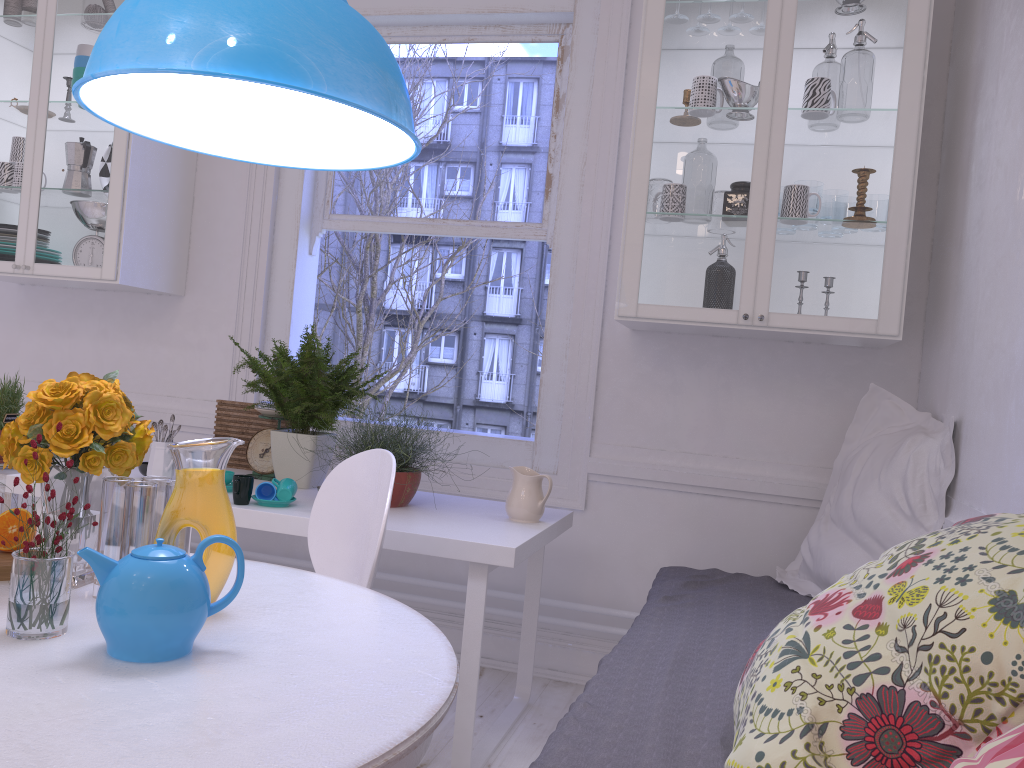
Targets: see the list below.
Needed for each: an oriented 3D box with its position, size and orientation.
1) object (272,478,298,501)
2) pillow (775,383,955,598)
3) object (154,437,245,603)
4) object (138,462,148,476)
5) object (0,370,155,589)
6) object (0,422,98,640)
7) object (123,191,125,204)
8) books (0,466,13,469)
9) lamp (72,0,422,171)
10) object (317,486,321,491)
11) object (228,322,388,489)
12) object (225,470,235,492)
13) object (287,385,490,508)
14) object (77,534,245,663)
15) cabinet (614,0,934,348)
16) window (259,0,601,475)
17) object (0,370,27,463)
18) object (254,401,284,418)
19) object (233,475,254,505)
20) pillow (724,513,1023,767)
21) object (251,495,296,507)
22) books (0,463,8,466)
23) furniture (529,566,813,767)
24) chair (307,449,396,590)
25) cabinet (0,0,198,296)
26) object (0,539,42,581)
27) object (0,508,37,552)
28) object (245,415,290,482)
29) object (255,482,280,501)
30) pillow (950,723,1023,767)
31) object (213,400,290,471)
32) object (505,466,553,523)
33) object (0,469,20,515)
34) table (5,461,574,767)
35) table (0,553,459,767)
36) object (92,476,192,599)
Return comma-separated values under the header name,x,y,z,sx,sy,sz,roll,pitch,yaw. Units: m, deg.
name,x,y,z,sx,sy,sz,roll,pitch,yaw
object,-0.631,0.292,2.446,0.069,0.059,0.082,5,0,-7
pillow,1.041,0.315,2.534,0.374,0.642,0.677,5,0,-15
object,-0.477,0.213,1.340,0.094,0.267,0.116,6,0,42
object,-1.100,0.266,2.708,0.079,0.048,0.082,5,0,-25
object,-0.712,0.148,1.439,0.234,0.351,0.235,5,0,-20
object,-0.620,0.190,1.178,0.128,0.287,0.128,5,0,17
object,-1.700,-1.046,3.482,0.811,0.651,0.376,5,0,15
books,-1.927,0.290,3.249,0.246,0.011,0.180,6,1,45
lamp,-0.351,-1.405,1.517,0.568,1.948,0.568,5,0,-41
object,-0.502,0.314,2.403,0.066,0.067,0.052,5,0,16
object,-0.674,0.064,2.842,0.438,0.527,0.368,5,0,15
object,-0.860,0.285,2.610,0.121,0.055,0.121,5,0,-34
object,-0.364,0.192,2.657,0.668,0.367,0.531,6,0,40
object,-0.459,0.273,1.162,0.156,0.151,0.150,5,0,19
cabinet,0.814,-0.810,2.784,0.823,1.311,0.425,5,0,15
window,-0.317,-0.613,3.433,1.234,1.782,0.181,5,0,15
object,-1.861,0.099,3.225,0.186,0.367,0.196,5,0,-30
object,-0.788,0.087,3.003,0.163,0.047,0.164,5,0,-26
object,-0.735,0.287,2.399,0.055,0.077,0.070,6,0,41
pillow,0.556,0.384,1.180,0.509,0.447,0.592,5,0,20
object,-0.656,0.322,2.443,0.121,0.021,0.121,5,0,-34
books,-1.927,0.282,3.249,0.246,0.007,0.180,6,1,45
furniture,0.363,0.802,1.191,0.769,0.508,3.296,5,0,15
chair,-0.526,0.548,1.854,0.483,0.845,0.604,5,0,-29
cabinet,-1.705,-1.047,3.461,0.823,1.311,0.425,5,0,15
object,-0.959,0.289,1.451,0.347,0.024,0.224,5,0,-35
object,-0.956,0.241,1.476,0.285,0.075,0.129,5,0,-39
object,-0.798,0.213,2.992,0.159,0.208,0.185,5,0,15
object,-0.669,0.295,2.443,0.069,0.058,0.080,5,0,-12
pillow,0.376,0.376,0.520,0.491,0.424,0.587,5,0,18
object,-0.919,0.187,3.136,0.294,0.237,0.028,5,0,15
object,0.047,0.321,2.577,0.127,0.152,0.115,5,0,-3
object,-1.907,0.566,3.206,0.418,0.534,0.599,5,0,15
table,-0.652,0.643,2.699,1.514,0.619,0.736,5,0,15
table,-0.666,0.646,1.169,1.140,0.629,1.140,6,0,44
object,-0.576,0.244,1.392,0.122,0.186,0.101,5,1,-45
